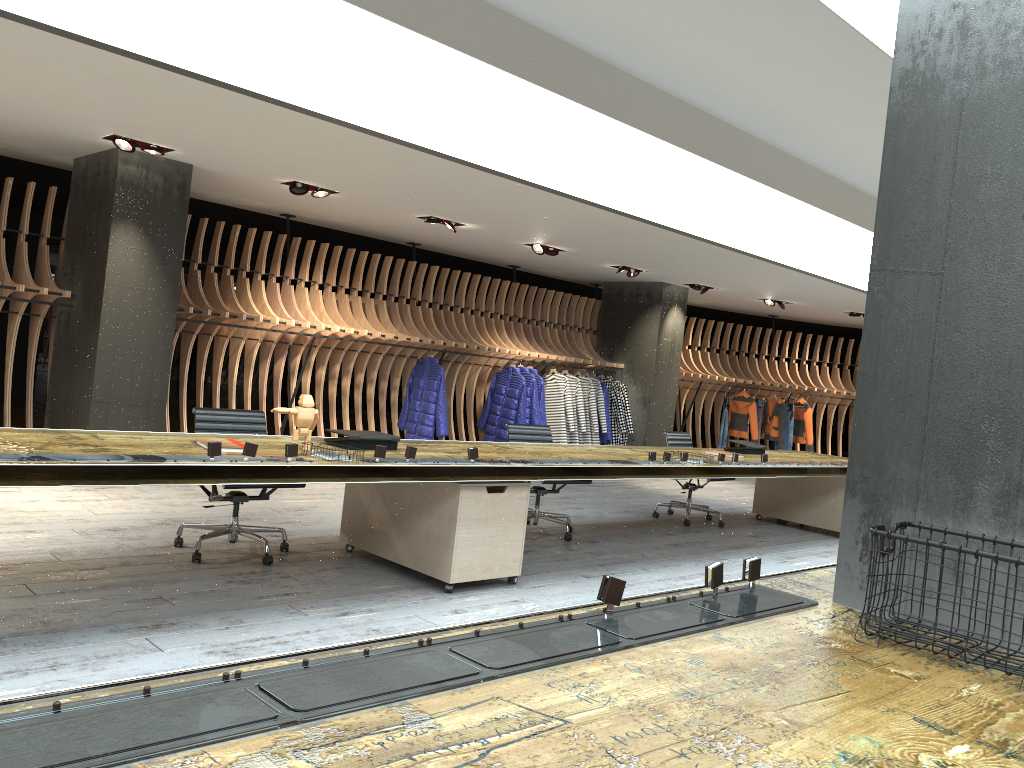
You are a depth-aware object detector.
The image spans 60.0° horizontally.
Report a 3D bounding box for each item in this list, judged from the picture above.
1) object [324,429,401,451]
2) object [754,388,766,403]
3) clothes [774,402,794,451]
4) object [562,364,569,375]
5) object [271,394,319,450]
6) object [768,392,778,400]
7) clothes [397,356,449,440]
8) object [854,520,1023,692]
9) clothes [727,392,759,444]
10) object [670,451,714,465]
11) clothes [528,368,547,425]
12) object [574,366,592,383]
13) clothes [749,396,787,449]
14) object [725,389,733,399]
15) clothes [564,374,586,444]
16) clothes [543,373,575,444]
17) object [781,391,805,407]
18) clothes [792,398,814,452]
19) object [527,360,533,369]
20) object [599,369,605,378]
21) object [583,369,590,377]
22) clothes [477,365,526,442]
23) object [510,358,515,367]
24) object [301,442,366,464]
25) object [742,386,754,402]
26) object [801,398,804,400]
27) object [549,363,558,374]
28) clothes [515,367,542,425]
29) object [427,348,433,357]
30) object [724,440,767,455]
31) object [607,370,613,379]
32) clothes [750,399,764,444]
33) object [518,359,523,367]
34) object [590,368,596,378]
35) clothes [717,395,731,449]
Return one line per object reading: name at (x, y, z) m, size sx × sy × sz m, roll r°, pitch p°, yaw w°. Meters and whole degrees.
object at (-0.882, 0.331, 5.224) m, size 0.372 × 0.088 × 0.263 m, roll 5°, pitch 1°, yaw -44°
object at (4.147, 0.187, 14.889) m, size 0.023 × 0.243 × 0.549 m, roll 6°, pitch 1°, yaw 42°
clothes at (4.617, 1.010, 15.077) m, size 0.309 × 1.422 × 0.200 m, roll 6°, pitch 0°, yaw 18°
object at (0.747, -0.117, 12.293) m, size 0.012 × 0.313 × 0.518 m, roll 6°, pitch 1°, yaw -44°
object at (-1.151, 0.204, 4.743) m, size 0.097 × 0.300 × 0.320 m, roll 6°, pitch 1°, yaw 29°
object at (4.423, 0.230, 14.986) m, size 0.012 × 0.270 × 0.525 m, roll 6°, pitch 1°, yaw -24°
clothes at (-1.085, 0.284, 10.633) m, size 0.886 × 1.239 × 0.245 m, roll 7°, pitch 0°, yaw 42°
object at (1.117, 0.519, 2.129) m, size 0.460 × 0.289 × 0.329 m, roll 7°, pitch 1°, yaw 43°
clothes at (3.827, 0.572, 14.818) m, size 0.200 × 0.881 × 0.840 m, roll 6°, pitch 0°, yaw -29°
object at (1.376, 0.569, 6.780) m, size 0.302 × 0.071 × 0.209 m, roll 7°, pitch 1°, yaw 40°
clothes at (0.132, 0.398, 11.830) m, size 0.886 × 1.239 × 0.245 m, roll 7°, pitch 0°, yaw 42°
object at (0.934, -0.099, 12.476) m, size 0.012 × 0.313 × 0.518 m, roll 6°, pitch 1°, yaw -44°
clothes at (4.370, 0.632, 14.961) m, size 0.200 × 0.881 × 0.840 m, roll 6°, pitch 0°, yaw -24°
object at (3.593, 0.129, 14.652) m, size 0.023 × 0.243 × 0.549 m, roll 6°, pitch 1°, yaw 27°
clothes at (0.772, 0.393, 12.232) m, size 0.753 × 1.062 × 0.128 m, roll 7°, pitch 0°, yaw 44°
clothes at (0.604, 0.377, 12.067) m, size 0.753 × 1.062 × 0.128 m, roll 7°, pitch 0°, yaw 44°
object at (4.708, 0.246, 15.074) m, size 0.549 × 0.243 × 0.023 m, roll 7°, pitch 0°, yaw 22°
clothes at (4.908, 0.686, 15.158) m, size 0.200 × 0.881 × 0.840 m, roll 6°, pitch 0°, yaw -14°
object at (0.233, -0.185, 11.823) m, size 0.012 × 0.270 × 0.525 m, roll 6°, pitch 1°, yaw -44°
object at (1.312, -0.053, 12.854) m, size 0.012 × 0.316 × 0.517 m, roll 6°, pitch 1°, yaw -44°
object at (1.061, -0.087, 12.601) m, size 0.012 × 0.313 × 0.518 m, roll 6°, pitch 1°, yaw -44°
clothes at (-0.151, 0.376, 11.663) m, size 0.881 × 1.260 × 0.242 m, roll 7°, pitch 0°, yaw 42°
object at (-0.007, -0.194, 11.611) m, size 0.012 × 0.292 × 0.524 m, roll 6°, pitch 1°, yaw -44°
object at (-0.914, 0.355, 4.531) m, size 0.302 × 0.074 × 0.216 m, roll 7°, pitch 1°, yaw 40°
object at (3.866, 0.169, 14.791) m, size 0.012 × 0.270 × 0.525 m, roll 6°, pitch 1°, yaw -29°
object at (4.941, 0.283, 15.134) m, size 0.012 × 0.270 × 0.525 m, roll 6°, pitch 1°, yaw -14°
object at (0.580, -0.132, 12.128) m, size 0.012 × 0.313 × 0.518 m, roll 6°, pitch 1°, yaw -44°
clothes at (0.060, 0.391, 11.649) m, size 0.884 × 1.246 × 0.249 m, roll 7°, pitch 0°, yaw 42°
object at (-0.984, -0.300, 10.626) m, size 0.012 × 0.270 × 0.525 m, roll 6°, pitch 1°, yaw -44°
object at (2.248, 0.611, 8.538) m, size 0.372 × 0.111 × 0.261 m, roll 5°, pitch 1°, yaw -44°
object at (1.443, -0.043, 12.988) m, size 0.012 × 0.313 × 0.518 m, roll 6°, pitch 1°, yaw -44°
clothes at (4.057, 0.951, 14.884) m, size 0.200 × 1.422 × 0.308 m, roll 6°, pitch 0°, yaw 38°
object at (0.117, -0.187, 11.686) m, size 0.012 × 0.291 × 0.524 m, roll 6°, pitch 1°, yaw -44°
object at (1.164, -0.098, 12.782) m, size 0.012 × 0.270 × 0.525 m, roll 6°, pitch 1°, yaw -44°
clothes at (3.511, 0.894, 14.658) m, size 0.200 × 1.422 × 0.308 m, roll 6°, pitch 0°, yaw 23°
